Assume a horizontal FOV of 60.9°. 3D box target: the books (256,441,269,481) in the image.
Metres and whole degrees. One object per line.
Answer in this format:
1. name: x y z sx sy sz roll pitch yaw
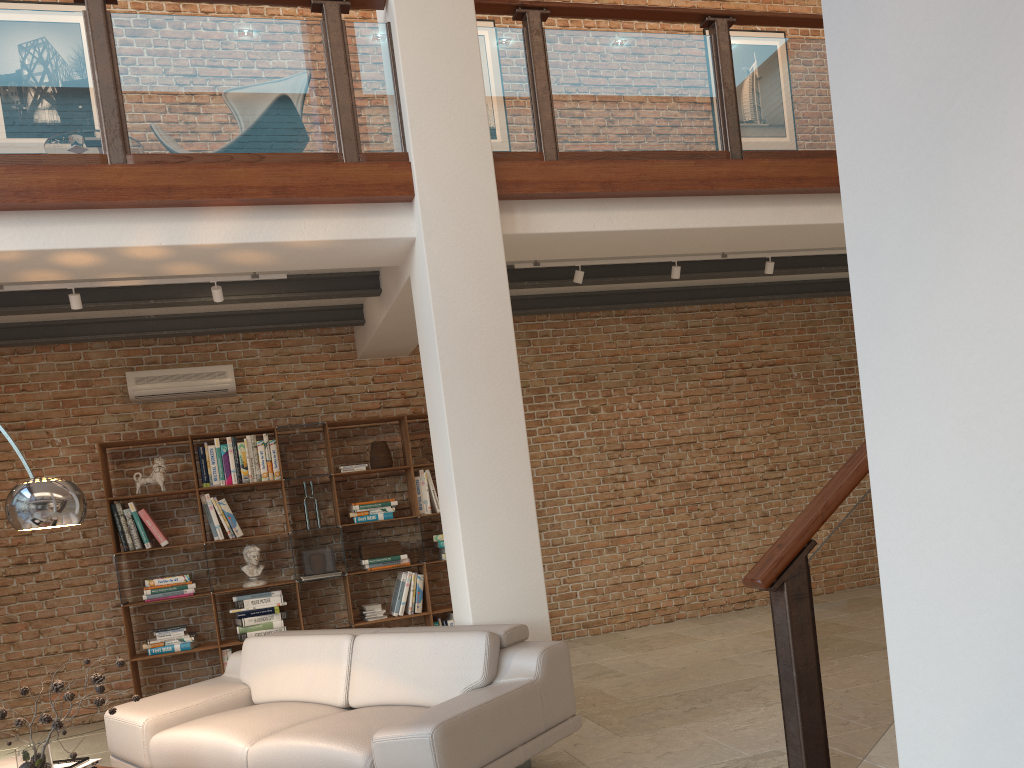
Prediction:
1. books: -2.041 0.641 7.136 0.055 0.329 0.256 -8 -1 -18

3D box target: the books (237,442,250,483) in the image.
1. books: -2.182 0.651 7.084 0.055 0.329 0.256 -8 -1 -18

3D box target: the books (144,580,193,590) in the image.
1. books: -2.734 1.602 6.951 0.353 0.020 0.276 -5 -8 -18

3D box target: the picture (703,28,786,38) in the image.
1. picture: 2.362 -2.889 8.614 0.908 1.195 0.027 -7 3 -16

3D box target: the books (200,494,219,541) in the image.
1. books: -2.439 1.080 7.044 0.101 0.383 0.245 -8 0 -18

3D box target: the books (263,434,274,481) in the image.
1. books: -2.001 0.610 7.153 0.036 0.383 0.245 -8 0 -18

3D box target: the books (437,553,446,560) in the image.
1. books: -0.469 1.491 7.623 0.325 0.055 0.258 -5 -7 -14

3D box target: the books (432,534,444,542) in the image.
1. books: -0.528 1.329 7.614 0.326 0.055 0.257 -6 -7 -7

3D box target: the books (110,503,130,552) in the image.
1. books: -3.064 1.129 6.844 0.091 0.384 0.245 -8 0 -18

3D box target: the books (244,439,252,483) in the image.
1. books: -2.151 0.636 7.108 0.020 0.358 0.274 -8 -1 -18

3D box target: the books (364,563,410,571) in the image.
1. books: -1.070 1.557 7.447 0.353 0.020 0.276 -5 -8 -18

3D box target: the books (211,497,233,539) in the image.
1. books: -2.347 1.088 7.057 0.124 0.348 0.274 -8 -1 -18

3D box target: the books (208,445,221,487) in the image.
1. books: -2.397 0.670 7.027 0.055 0.329 0.256 -8 -1 -18

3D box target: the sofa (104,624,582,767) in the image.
1. sofa: -0.930 1.711 4.506 2.359 0.754 1.136 -11 -6 33

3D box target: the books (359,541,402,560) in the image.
1. books: -1.121 1.416 7.418 0.333 0.118 0.215 -5 -5 -17

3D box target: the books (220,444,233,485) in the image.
1. books: -2.313 0.666 7.071 0.055 0.329 0.256 -8 -1 -18

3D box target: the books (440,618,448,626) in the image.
1. books: -0.587 2.215 7.611 0.083 0.332 0.256 -8 -1 -18

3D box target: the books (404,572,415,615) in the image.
1. books: -0.884 1.797 7.505 0.097 0.354 0.274 -8 -1 -18

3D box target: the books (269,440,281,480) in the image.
1. books: -1.955 0.636 7.184 0.055 0.329 0.256 -8 -1 -18

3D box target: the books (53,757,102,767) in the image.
1. books: -2.004 1.695 3.741 0.252 0.074 0.401 -9 -7 15

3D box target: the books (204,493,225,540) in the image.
1. books: -2.396 1.074 7.032 0.103 0.383 0.245 -8 0 -18

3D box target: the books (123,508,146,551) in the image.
1. books: -2.984 1.151 6.896 0.102 0.333 0.256 -8 -1 -18

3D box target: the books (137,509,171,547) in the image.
1. books: -2.841 1.145 6.930 0.193 0.318 0.257 -7 -1 -17

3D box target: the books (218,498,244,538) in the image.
1. books: -2.278 1.090 7.072 0.157 0.328 0.256 -7 -1 -17

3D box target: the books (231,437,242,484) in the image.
1. books: -2.234 0.630 7.084 0.036 0.383 0.245 -8 0 -18

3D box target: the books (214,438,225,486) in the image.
1. books: -2.357 0.640 7.043 0.036 0.383 0.245 -8 0 -18

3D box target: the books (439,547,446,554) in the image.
1. books: -0.452 1.433 7.627 0.324 0.055 0.258 -4 -8 -22

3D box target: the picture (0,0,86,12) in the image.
1. picture: -3.670 -2.382 6.821 0.908 1.195 0.027 -7 3 -16

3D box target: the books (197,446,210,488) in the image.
1. books: -2.476 0.679 7.023 0.055 0.329 0.256 -8 -1 -18

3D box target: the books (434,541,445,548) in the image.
1. books: -0.505 1.383 7.622 0.324 0.055 0.258 -5 -7 -17

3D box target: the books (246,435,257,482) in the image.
1. books: -2.129 0.623 7.129 0.036 0.383 0.245 -8 0 -18

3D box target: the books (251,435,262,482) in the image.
1. books: -2.090 0.618 7.127 0.036 0.383 0.245 -8 0 -18

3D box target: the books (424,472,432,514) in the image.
1. books: -0.754 0.950 7.531 0.020 0.358 0.274 -8 -1 -18

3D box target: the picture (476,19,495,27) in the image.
1. picture: -0.521 -2.647 7.757 0.908 1.195 0.027 -7 3 -16

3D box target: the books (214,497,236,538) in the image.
1. books: -2.329 1.088 7.072 0.124 0.348 0.274 -8 -1 -18

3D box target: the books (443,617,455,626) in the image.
1. books: -0.529 2.207 7.609 0.083 0.332 0.256 -8 -1 -18

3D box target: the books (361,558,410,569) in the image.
1. books: -1.090 1.532 7.456 0.377 0.036 0.248 -4 -8 -22

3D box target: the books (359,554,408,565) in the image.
1. books: -1.099 1.491 7.417 0.377 0.036 0.247 -5 -8 -18

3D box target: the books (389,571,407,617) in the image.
1. books: -0.979 1.799 7.491 0.162 0.371 0.245 -7 0 -17

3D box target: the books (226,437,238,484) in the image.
1. books: -2.266 0.631 7.064 0.036 0.383 0.245 -8 0 -18

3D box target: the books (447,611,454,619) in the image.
1. books: -0.490 2.177 7.624 0.069 0.384 0.245 -8 0 -18

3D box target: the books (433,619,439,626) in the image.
1. books: -0.659 2.221 7.589 0.083 0.332 0.256 -8 -1 -18

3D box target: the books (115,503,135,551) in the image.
1. books: -3.031 1.127 6.862 0.091 0.384 0.245 -8 0 -18

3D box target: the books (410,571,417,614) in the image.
1. books: -0.867 1.799 7.519 0.097 0.354 0.274 -8 -1 -18

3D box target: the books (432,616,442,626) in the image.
1. books: -0.624 2.204 7.598 0.051 0.358 0.274 -8 -1 -18

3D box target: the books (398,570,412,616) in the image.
1. books: -0.933 1.791 7.480 0.160 0.372 0.245 -7 0 -17

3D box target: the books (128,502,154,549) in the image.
1. books: -2.925 1.118 6.880 0.120 0.380 0.245 -8 0 -17

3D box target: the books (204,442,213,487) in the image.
1. books: -2.441 0.662 7.032 0.020 0.358 0.274 -8 -1 -18

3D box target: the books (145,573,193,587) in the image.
1. books: -2.730 1.563 6.949 0.325 0.055 0.258 -5 -7 -14

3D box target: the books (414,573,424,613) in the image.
1. books: -0.820 1.801 7.519 0.115 0.333 0.256 -8 -1 -18

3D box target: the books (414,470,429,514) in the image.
1. books: -0.779 0.937 7.512 0.036 0.383 0.245 -8 0 -18
